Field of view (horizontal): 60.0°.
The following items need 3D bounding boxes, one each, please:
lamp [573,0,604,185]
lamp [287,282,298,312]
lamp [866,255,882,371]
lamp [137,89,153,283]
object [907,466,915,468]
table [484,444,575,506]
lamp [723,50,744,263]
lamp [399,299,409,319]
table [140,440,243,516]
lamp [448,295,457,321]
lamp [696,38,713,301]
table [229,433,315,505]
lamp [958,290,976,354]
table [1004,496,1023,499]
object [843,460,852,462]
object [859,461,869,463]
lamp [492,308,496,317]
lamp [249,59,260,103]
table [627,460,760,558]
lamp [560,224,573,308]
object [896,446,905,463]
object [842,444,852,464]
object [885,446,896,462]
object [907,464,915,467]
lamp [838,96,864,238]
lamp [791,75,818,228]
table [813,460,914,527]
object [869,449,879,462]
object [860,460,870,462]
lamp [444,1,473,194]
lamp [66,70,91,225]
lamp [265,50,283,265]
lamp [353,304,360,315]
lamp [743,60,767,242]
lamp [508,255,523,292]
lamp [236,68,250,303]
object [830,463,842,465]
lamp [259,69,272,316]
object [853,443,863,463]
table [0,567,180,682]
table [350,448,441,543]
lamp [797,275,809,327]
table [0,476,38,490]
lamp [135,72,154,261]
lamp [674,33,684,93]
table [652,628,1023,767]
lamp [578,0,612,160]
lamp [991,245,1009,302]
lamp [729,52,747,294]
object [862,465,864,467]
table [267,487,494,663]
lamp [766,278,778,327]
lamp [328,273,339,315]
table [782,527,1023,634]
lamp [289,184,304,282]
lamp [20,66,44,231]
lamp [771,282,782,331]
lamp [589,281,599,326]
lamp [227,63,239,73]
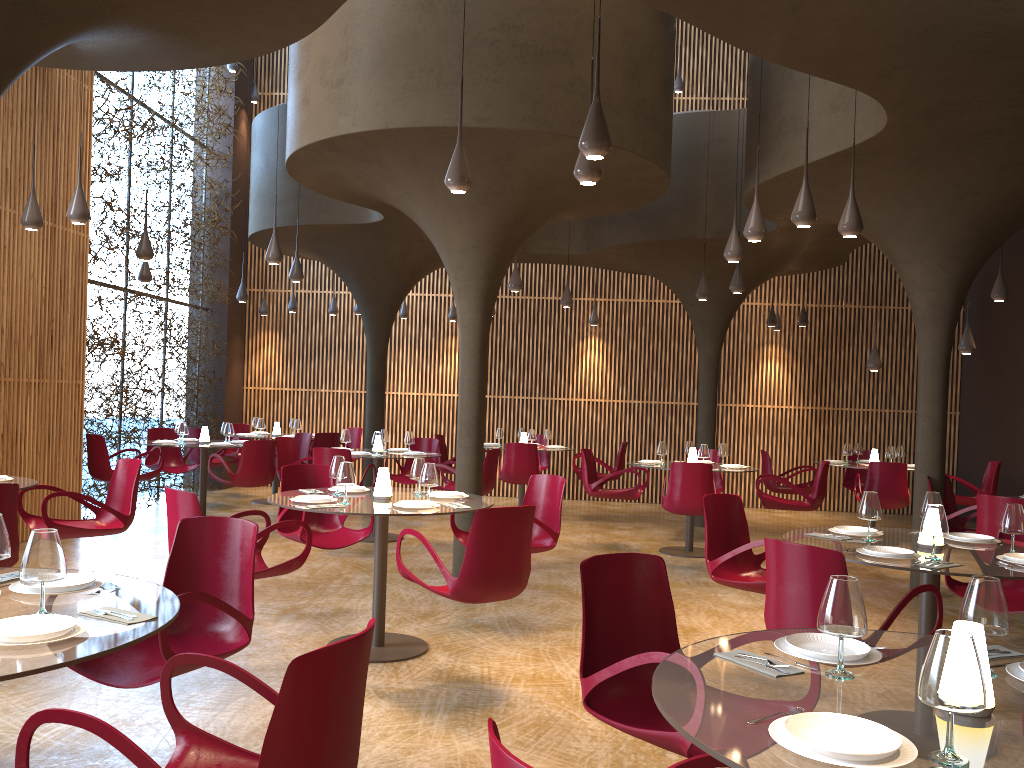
[{"bbox_3d":[0.604,-4.432,5.692,0.196,6.278,0.196,2,1,9],"label":"lamp"},{"bbox_3d":[-3.873,-4.441,16.057,0.196,6.278,0.196,2,1,29],"label":"lamp"},{"bbox_3d":[4.987,-3.312,11.899,0.196,6.278,0.196,1,1,-41],"label":"lamp"},{"bbox_3d":[-4.968,-4.536,12.226,0.196,6.278,0.196,2,1,29],"label":"lamp"},{"bbox_3d":[5.740,1.180,12.650,0.332,0.014,0.332,2,-1,-7],"label":"object"},{"bbox_3d":[0.166,1.582,14.371,1.672,1.130,1.672,2,0,14],"label":"table"},{"bbox_3d":[2.275,-4.330,8.621,0.196,6.278,0.196,3,1,39],"label":"lamp"},{"bbox_3d":[-1.920,-4.363,16.619,0.196,6.278,0.196,2,1,19],"label":"lamp"},{"bbox_3d":[-4.328,1.393,12.425,1.673,1.130,1.671,2,0,-44],"label":"table"},{"bbox_3d":[-1.010,-4.329,16.728,0.196,6.278,0.196,2,1,29],"label":"lamp"},{"bbox_3d":[2.685,-4.267,11.925,0.196,6.278,0.196,3,1,39],"label":"lamp"},{"bbox_3d":[-4.017,1.443,15.064,1.673,1.130,1.671,2,0,-44],"label":"table"},{"bbox_3d":[5.735,-3.509,10.930,0.196,6.278,0.196,1,1,-41],"label":"lamp"},{"bbox_3d":[5.302,1.672,8.011,1.673,1.130,1.671,2,0,-28],"label":"table"},{"bbox_3d":[5.117,1.178,13.520,0.126,0.017,0.262,2,-1,21],"label":"object"},{"bbox_3d":[5.392,1.179,13.393,0.331,0.014,0.332,1,-1,41],"label":"object"},{"bbox_3d":[-0.273,-4.320,15.542,0.196,6.278,0.196,2,1,19],"label":"lamp"},{"bbox_3d":[-4.882,-6.492,16.918,0.196,2.225,0.196,2,1,29],"label":"lamp"},{"bbox_3d":[2.305,1.615,11.440,1.671,1.130,1.673,2,0,24],"label":"table"},{"bbox_3d":[0.945,-4.307,13.472,0.196,6.278,0.196,2,1,19],"label":"lamp"},{"bbox_3d":[5.622,1.042,12.846,0.142,0.295,0.142,2,0,-8],"label":"object"},{"bbox_3d":[4.851,1.014,12.830,0.142,0.295,0.142,2,1,-38],"label":"object"},{"bbox_3d":[5.331,1.026,12.472,0.142,0.295,0.142,2,0,13],"label":"object"},{"bbox_3d":[5.740,1.171,12.650,0.263,0.029,0.263,2,-1,0],"label":"object"},{"bbox_3d":[2.856,-4.331,7.153,0.196,6.278,0.196,2,1,-11],"label":"lamp"},{"bbox_3d":[2.366,-4.353,6.812,0.196,6.278,0.196,2,1,-11],"label":"lamp"},{"bbox_3d":[5.242,1.741,12.886,1.671,1.130,1.673,2,0,24],"label":"table"},{"bbox_3d":[5.266,1.060,12.877,0.144,0.232,0.142,2,0,0],"label":"object"},{"bbox_3d":[5.392,1.169,13.393,0.263,0.029,0.263,2,-1,31],"label":"object"},{"bbox_3d":[-0.258,-4.458,6.062,0.196,6.278,0.196,2,1,9],"label":"lamp"},{"bbox_3d":[-3.728,-4.556,7.810,0.196,6.278,0.196,2,1,32],"label":"lamp"},{"bbox_3d":[-2.565,-4.484,9.924,0.196,6.278,0.196,1,1,-41],"label":"lamp"},{"bbox_3d":[-2.671,-4.398,16.057,0.196,6.278,0.196,2,1,19],"label":"lamp"},{"bbox_3d":[2.173,-4.350,7.485,0.196,6.278,0.196,2,1,29],"label":"lamp"},{"bbox_3d":[0.154,-4.361,11.699,0.196,6.278,0.196,3,1,39],"label":"lamp"},{"bbox_3d":[-4.313,-4.479,14.501,0.196,6.278,0.196,2,1,29],"label":"lamp"},{"bbox_3d":[4.618,1.149,12.760,0.262,0.017,0.126,2,-1,20],"label":"object"},{"bbox_3d":[-4.657,-4.455,16.990,0.196,6.278,0.196,2,1,29],"label":"lamp"},{"bbox_3d":[5.187,1.033,13.289,0.142,0.295,0.142,2,0,-13],"label":"object"},{"bbox_3d":[-2.015,1.337,2.953,1.671,1.130,1.673,2,0,26],"label":"table"},{"bbox_3d":[-1.793,1.473,11.710,1.671,1.130,1.673,2,0,24],"label":"table"},{"bbox_3d":[5.142,-4.130,15.305,0.196,6.278,0.196,2,1,19],"label":"lamp"},{"bbox_3d":[-4.473,1.302,6.563,1.673,1.130,1.671,2,0,-40],"label":"table"},{"bbox_3d":[-4.053,-4.535,10.010,0.196,6.278,0.196,2,1,-21],"label":"lamp"},{"bbox_3d":[2.959,-6.232,15.536,0.196,2.225,0.196,2,1,-21],"label":"lamp"},{"bbox_3d":[1.204,1.444,2.404,1.673,1.130,1.671,2,0,-27],"label":"table"},{"bbox_3d":[0.589,-4.442,5.074,0.196,6.278,0.196,3,1,39],"label":"lamp"},{"bbox_3d":[6.119,-4.160,10.890,0.196,6.278,0.196,1,1,-41],"label":"lamp"},{"bbox_3d":[2.929,-4.271,11.056,0.196,6.278,0.196,3,1,39],"label":"lamp"},{"bbox_3d":[5.106,1.155,12.386,0.410,0.012,0.204,2,-1,21],"label":"object"},{"bbox_3d":[-0.993,1.428,6.677,1.673,1.130,1.671,2,0,-32],"label":"table"},{"bbox_3d":[4.669,-4.144,15.519,0.196,6.278,0.196,2,1,19],"label":"lamp"},{"bbox_3d":[-3.198,-4.412,16.379,0.196,6.278,0.196,2,1,-11],"label":"lamp"},{"bbox_3d":[2.448,1.530,5.233,1.673,1.130,1.671,2,0,-35],"label":"table"},{"bbox_3d":[-2.699,-4.465,11.503,0.196,6.278,0.196,1,1,-41],"label":"lamp"},{"bbox_3d":[-4.359,-4.573,8.214,0.196,6.278,0.196,2,1,12],"label":"lamp"},{"bbox_3d":[4.997,-4.120,16.321,0.196,6.278,0.196,2,1,29],"label":"lamp"},{"bbox_3d":[1.652,-4.236,16.607,0.196,6.278,0.196,2,1,19],"label":"lamp"},{"bbox_3d":[-4.789,-6.512,15.305,0.196,2.225,0.196,2,1,29],"label":"lamp"}]
